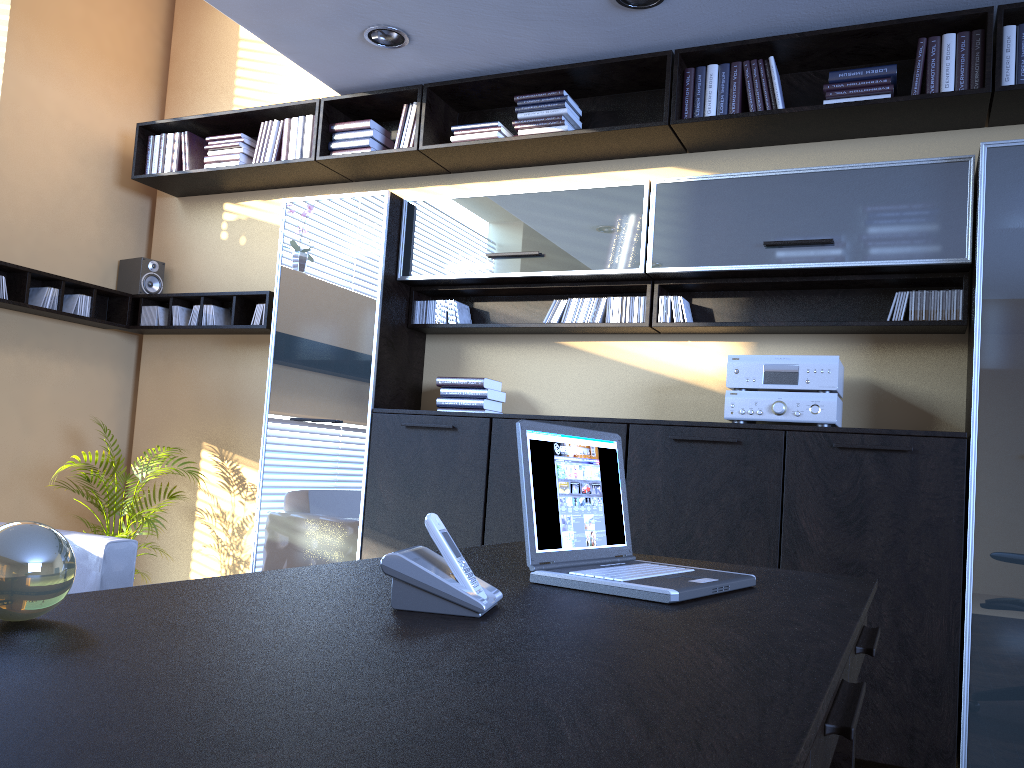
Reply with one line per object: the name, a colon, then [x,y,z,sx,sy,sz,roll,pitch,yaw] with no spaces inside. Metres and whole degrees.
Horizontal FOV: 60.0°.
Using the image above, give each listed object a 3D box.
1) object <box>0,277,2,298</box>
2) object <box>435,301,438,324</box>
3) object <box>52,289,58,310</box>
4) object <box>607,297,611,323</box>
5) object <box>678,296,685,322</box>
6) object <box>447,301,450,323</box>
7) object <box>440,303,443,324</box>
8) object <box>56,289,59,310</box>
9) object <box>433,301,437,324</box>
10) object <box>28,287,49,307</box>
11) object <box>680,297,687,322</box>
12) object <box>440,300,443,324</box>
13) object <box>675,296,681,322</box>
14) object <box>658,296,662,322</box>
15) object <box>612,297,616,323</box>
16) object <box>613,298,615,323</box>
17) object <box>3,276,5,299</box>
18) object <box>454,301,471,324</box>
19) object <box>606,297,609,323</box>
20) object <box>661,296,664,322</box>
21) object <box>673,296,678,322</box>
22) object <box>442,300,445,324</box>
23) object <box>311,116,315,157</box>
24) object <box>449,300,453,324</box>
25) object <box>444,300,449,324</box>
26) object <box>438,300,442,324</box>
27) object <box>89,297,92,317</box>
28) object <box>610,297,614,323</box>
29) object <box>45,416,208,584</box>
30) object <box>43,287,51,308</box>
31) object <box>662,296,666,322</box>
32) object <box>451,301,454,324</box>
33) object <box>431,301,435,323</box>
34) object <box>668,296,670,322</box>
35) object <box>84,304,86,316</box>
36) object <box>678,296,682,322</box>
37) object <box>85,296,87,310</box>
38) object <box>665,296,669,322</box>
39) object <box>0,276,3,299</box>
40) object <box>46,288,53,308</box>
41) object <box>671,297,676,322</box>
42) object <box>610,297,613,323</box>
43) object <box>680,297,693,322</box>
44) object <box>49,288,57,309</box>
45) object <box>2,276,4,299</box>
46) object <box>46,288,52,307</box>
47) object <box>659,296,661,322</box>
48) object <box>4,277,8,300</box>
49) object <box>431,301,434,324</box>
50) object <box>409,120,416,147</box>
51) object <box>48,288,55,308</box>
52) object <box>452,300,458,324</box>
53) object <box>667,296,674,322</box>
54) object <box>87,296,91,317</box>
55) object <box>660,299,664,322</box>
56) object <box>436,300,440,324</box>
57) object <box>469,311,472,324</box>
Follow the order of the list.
object: [-2.732,-0.509,4.651,0.142,0.120,0.030,2,-4,24]
object: [-0.354,-0.356,4.560,0.009,0.120,0.142,2,-5,25]
object: [-2.597,-0.471,4.956,0.142,0.120,0.009,2,-4,25]
object: [0.480,-0.336,4.173,0.009,0.120,0.142,2,-5,25]
object: [0.784,-0.327,4.040,0.030,0.120,0.142,2,-5,25]
object: [-0.290,-0.354,4.527,0.026,0.117,0.140,2,-5,25]
object: [-0.327,-0.355,4.546,0.009,0.120,0.142,2,-5,25]
object: [-2.595,-0.470,4.967,0.142,0.120,0.009,2,-4,25]
object: [-0.362,-0.356,4.565,0.009,0.120,0.142,2,-5,25]
object: [-2.627,-0.478,4.896,0.142,0.118,0.040,2,-5,25]
object: [0.797,-0.326,4.032,0.036,0.115,0.140,2,-5,25]
object: [-0.327,-0.356,4.543,0.006,0.118,0.140,2,-5,25]
object: [0.773,-0.328,4.041,0.030,0.120,0.142,2,-5,25]
object: [0.699,-0.330,4.075,0.009,0.120,0.142,2,-5,25]
object: [0.502,-0.334,4.174,0.009,0.120,0.142,2,-5,25]
object: [0.501,-0.334,4.170,0.006,0.118,0.140,2,-5,25]
object: [-2.723,-0.506,4.670,0.140,0.117,0.026,2,-4,24]
object: [-0.248,-0.352,4.509,0.040,0.118,0.142,2,-5,25]
object: [0.471,-0.336,4.179,0.009,0.120,0.142,2,-5,25]
object: [0.707,-0.330,4.069,0.006,0.118,0.140,2,-5,25]
object: [0.763,-0.328,4.045,0.030,0.120,0.142,2,-5,25]
object: [-0.318,-0.355,4.540,0.009,0.120,0.142,2,-5,25]
object: [-1.018,-1.316,4.870,0.050,0.258,0.208,2,-5,24]
object: [-0.280,-0.354,4.524,0.030,0.120,0.142,2,-5,25]
object: [-0.308,-0.355,4.539,0.009,0.120,0.142,2,-5,25]
object: [-0.336,-0.356,4.549,0.009,0.120,0.142,2,-5,25]
object: [-2.506,-0.446,5.157,0.142,0.120,0.009,2,-4,24]
object: [0.491,-0.335,4.173,0.009,0.120,0.142,2,-5,25]
object: [-2.102,0.790,4.854,0.842,1.238,0.689,7,-5,-32]
object: [-2.622,-0.477,4.911,0.142,0.120,0.030,2,-4,24]
object: [0.715,-0.330,4.063,0.009,0.120,0.142,2,-5,25]
object: [-0.269,-0.353,4.523,0.030,0.120,0.142,2,-5,25]
object: [-0.373,-0.357,4.566,0.009,0.120,0.142,2,-5,25]
object: [0.736,-0.329,4.058,0.006,0.118,0.140,2,-5,25]
object: [-2.519,-0.450,5.130,0.140,0.118,0.006,2,-4,24]
object: [0.783,-0.327,4.037,0.026,0.117,0.140,2,-5,25]
object: [-2.520,-0.450,5.131,0.142,0.120,0.009,2,-4,25]
object: [0.727,-0.329,4.063,0.009,0.120,0.142,2,-5,25]
object: [-2.731,-0.508,4.661,0.142,0.120,0.030,2,-4,24]
object: [-2.612,-0.476,4.917,0.140,0.117,0.026,2,-4,25]
object: [0.756,-0.328,4.052,0.026,0.117,0.140,2,-5,25]
object: [0.490,-0.335,4.170,0.006,0.118,0.140,2,-5,25]
object: [0.798,-0.326,4.034,0.040,0.118,0.142,2,-5,25]
object: [-2.603,-0.473,4.936,0.142,0.120,0.030,2,-4,25]
object: [-2.728,-0.506,4.671,0.142,0.120,0.030,2,-4,24]
object: [-2.615,-0.476,4.919,0.142,0.120,0.030,2,-4,24]
object: [0.697,-0.330,4.070,0.006,0.118,0.140,2,-5,25]
object: [-2.722,-0.504,4.685,0.142,0.118,0.040,2,-5,24]
object: [-0.373,-0.357,4.564,0.006,0.118,0.140,2,-5,25]
object: [-0.449,-1.302,4.614,0.075,0.259,0.208,2,-5,24]
object: [-2.609,-0.474,4.928,0.142,0.120,0.030,2,-4,24]
object: [-0.263,-0.354,4.512,0.030,0.120,0.142,2,-5,25]
object: [0.736,-0.329,4.059,0.009,0.120,0.142,2,-5,25]
object: [-2.504,-0.447,5.145,0.142,0.120,0.009,2,-4,25]
object: [0.708,-0.330,4.071,0.009,0.120,0.142,2,-5,25]
object: [-0.345,-0.356,4.553,0.009,0.120,0.142,2,-5,24]
object: [-0.245,-0.352,4.514,0.036,0.115,0.140,2,-5,25]
